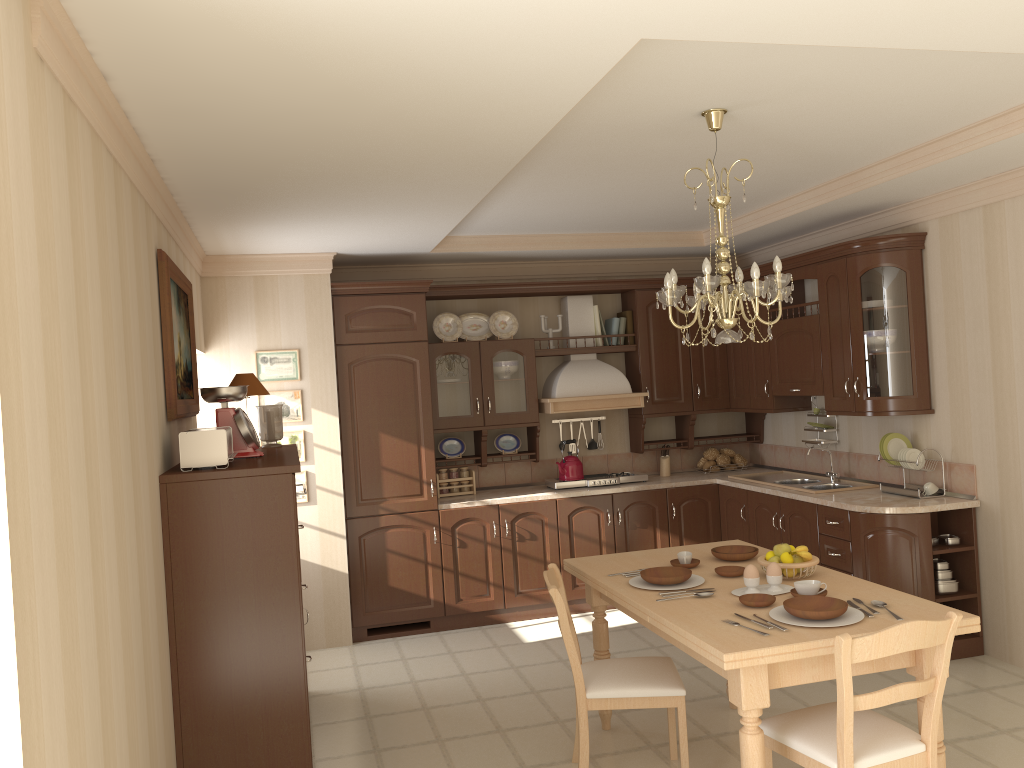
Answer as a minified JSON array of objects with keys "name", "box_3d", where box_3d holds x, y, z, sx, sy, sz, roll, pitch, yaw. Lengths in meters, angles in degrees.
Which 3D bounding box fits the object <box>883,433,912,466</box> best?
[{"name":"object","box_3d":[2.241,0.379,5.150,0.193,0.188,0.047,-3,0,-13]}]

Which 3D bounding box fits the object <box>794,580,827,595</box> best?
[{"name":"object","box_3d":[1.068,0.736,3.171,0.119,0.055,0.063,-3,0,0]}]

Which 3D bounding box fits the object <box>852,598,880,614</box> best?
[{"name":"object","box_3d":[1.204,0.755,3.024,0.022,0.004,0.216,-3,0,1]}]

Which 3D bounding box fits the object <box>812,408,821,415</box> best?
[{"name":"object","box_3d":[2.081,0.184,6.047,0.044,0.051,0.049,-3,0,44]}]

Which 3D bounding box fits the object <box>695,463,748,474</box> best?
[{"name":"object","box_3d":[1.601,0.640,6.786,0.364,0.060,0.199,-3,0,-14]}]

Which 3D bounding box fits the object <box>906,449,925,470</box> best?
[{"name":"object","box_3d":[2.277,0.425,5.009,0.123,0.119,0.034,-3,0,-14]}]

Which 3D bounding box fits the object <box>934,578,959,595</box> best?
[{"name":"object","box_3d":[2.328,1.090,4.832,0.145,0.077,0.208,-3,0,-3]}]

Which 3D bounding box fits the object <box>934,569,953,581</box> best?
[{"name":"object","box_3d":[2.324,1.031,4.832,0.106,0.057,0.152,-3,0,-3]}]

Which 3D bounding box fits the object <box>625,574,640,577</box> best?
[{"name":"object","box_3d":[0.575,0.791,3.697,0.218,0.008,0.022,-3,0,-12]}]

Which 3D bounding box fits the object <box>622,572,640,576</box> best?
[{"name":"object","box_3d":[0.563,0.791,3.733,0.212,0.008,0.018,-3,0,-15]}]

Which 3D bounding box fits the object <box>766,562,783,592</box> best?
[{"name":"object","box_3d":[0.980,0.717,3.312,0.058,0.104,0.058,-4,0,-36]}]

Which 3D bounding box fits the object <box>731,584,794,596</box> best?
[{"name":"object","box_3d":[0.934,0.770,3.299,0.245,0.005,0.157,-4,0,-17]}]

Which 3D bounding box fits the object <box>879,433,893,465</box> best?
[{"name":"object","box_3d":[2.233,0.380,5.185,0.193,0.188,0.047,-3,0,-13]}]

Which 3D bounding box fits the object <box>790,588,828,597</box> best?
[{"name":"object","box_3d":[1.062,0.753,3.170,0.126,0.026,0.127,-4,0,-23]}]

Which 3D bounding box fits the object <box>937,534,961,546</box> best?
[{"name":"object","box_3d":[2.376,0.849,4.821,0.084,0.045,0.120,-3,0,-3]}]

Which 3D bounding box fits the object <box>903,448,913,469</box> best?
[{"name":"object","box_3d":[2.272,0.425,5.029,0.123,0.119,0.034,-3,0,-14]}]

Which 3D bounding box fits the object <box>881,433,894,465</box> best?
[{"name":"object","box_3d":[2.237,0.379,5.167,0.193,0.188,0.047,-3,0,-13]}]

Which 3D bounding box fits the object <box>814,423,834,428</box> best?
[{"name":"object","box_3d":[2.072,0.279,5.955,0.167,0.051,0.174,-3,0,-14]}]

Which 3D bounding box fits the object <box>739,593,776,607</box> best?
[{"name":"object","box_3d":[0.863,0.765,3.120,0.126,0.026,0.127,-4,0,-23]}]

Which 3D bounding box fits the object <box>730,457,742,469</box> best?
[{"name":"object","box_3d":[1.715,0.608,6.835,0.091,0.100,0.125,-4,0,-19]}]

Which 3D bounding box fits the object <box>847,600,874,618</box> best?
[{"name":"object","box_3d":[1.167,0.756,2.987,0.023,0.008,0.221,-3,0,1]}]

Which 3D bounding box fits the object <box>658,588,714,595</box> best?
[{"name":"object","box_3d":[0.662,0.786,3.366,0.221,0.008,0.023,-3,0,-9]}]

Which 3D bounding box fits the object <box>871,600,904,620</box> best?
[{"name":"object","box_3d":[1.244,0.750,2.945,0.047,0.011,0.219,-3,0,2]}]

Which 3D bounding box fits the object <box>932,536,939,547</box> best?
[{"name":"object","box_3d":[2.260,0.856,4.836,0.084,0.045,0.120,-4,0,-28]}]

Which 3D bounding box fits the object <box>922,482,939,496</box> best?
[{"name":"object","box_3d":[2.343,0.585,4.957,0.073,0.072,0.085,-3,0,40]}]

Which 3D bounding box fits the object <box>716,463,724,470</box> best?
[{"name":"object","box_3d":[1.624,0.615,6.822,0.114,0.094,0.098,-4,0,-34]}]

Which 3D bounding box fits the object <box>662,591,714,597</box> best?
[{"name":"object","box_3d":[0.666,0.787,3.331,0.216,0.004,0.022,-3,0,-9]}]

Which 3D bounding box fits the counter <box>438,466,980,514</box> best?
[{"name":"counter","box_3d":[0.928,0.728,5.562,2.603,0.034,2.422,-3,0,-14]}]

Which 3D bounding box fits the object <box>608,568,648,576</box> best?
[{"name":"object","box_3d":[0.503,0.797,3.760,0.218,0.004,0.028,-4,0,-24]}]

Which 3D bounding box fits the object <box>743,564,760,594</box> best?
[{"name":"object","box_3d":[0.891,0.722,3.298,0.058,0.104,0.058,-4,0,-36]}]

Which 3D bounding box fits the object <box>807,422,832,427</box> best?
[{"name":"object","box_3d":[2.072,0.276,5.955,0.167,0.051,0.174,-3,0,-14]}]

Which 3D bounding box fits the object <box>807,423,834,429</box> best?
[{"name":"object","box_3d":[2.071,0.282,5.955,0.167,0.051,0.174,-3,0,-14]}]

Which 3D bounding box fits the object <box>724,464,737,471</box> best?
[{"name":"object","box_3d":[1.667,0.636,6.778,0.103,0.060,0.105,-4,0,-19]}]

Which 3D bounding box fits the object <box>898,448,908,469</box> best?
[{"name":"object","box_3d":[2.263,0.426,5.070,0.123,0.119,0.034,-3,0,-14]}]

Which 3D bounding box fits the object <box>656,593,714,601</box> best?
[{"name":"object","box_3d":[0.639,0.786,3.272,0.219,0.011,0.047,-3,0,-5]}]

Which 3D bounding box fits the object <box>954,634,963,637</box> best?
[{"name":"object","box_3d":[2.343,1.323,4.833,0.208,0.077,0.145,-3,0,10]}]

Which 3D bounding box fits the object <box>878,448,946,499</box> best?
[{"name":"object","box_3d":[2.271,0.493,5.052,0.172,0.275,0.359,-3,0,-13]}]

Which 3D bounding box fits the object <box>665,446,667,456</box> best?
[{"name":"object","box_3d":[1.176,0.556,6.788,0.016,0.158,0.051,-3,0,39]}]

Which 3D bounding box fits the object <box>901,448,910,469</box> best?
[{"name":"object","box_3d":[2.268,0.425,5.050,0.123,0.119,0.034,-3,0,-12]}]

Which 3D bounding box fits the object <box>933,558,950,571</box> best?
[{"name":"object","box_3d":[2.321,0.984,4.832,0.084,0.045,0.120,-3,0,-3]}]
